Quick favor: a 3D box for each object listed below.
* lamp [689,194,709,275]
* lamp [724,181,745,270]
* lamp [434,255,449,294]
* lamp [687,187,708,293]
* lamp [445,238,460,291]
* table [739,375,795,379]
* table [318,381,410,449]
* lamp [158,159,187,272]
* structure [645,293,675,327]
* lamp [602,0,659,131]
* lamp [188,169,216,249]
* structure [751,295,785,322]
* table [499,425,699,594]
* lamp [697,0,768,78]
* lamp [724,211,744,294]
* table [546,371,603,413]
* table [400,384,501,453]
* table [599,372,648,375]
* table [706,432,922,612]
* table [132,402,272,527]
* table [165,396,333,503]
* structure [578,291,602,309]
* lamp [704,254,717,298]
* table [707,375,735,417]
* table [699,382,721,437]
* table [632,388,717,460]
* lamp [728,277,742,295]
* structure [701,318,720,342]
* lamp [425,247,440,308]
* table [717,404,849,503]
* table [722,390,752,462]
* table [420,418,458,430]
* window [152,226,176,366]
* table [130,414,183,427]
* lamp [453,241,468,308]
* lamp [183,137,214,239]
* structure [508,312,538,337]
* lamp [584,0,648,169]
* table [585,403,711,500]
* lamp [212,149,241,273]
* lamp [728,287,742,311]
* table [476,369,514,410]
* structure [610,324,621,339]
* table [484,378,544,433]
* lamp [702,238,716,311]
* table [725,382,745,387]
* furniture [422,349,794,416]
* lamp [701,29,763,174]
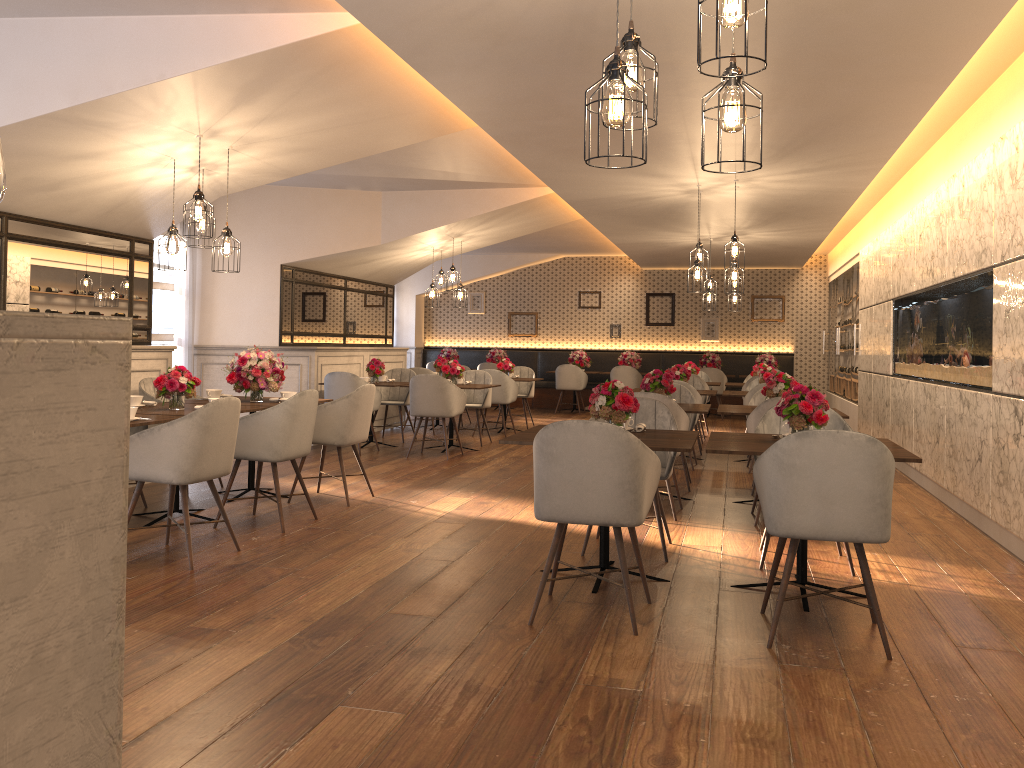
[{"bbox_3d":[1.785,-2.073,8.379,0.175,2.072,0.175,1,-1,16],"label":"lamp"},{"bbox_3d":[1.970,-2.044,7.784,0.175,2.072,0.175,1,-1,16],"label":"lamp"},{"bbox_3d":[-0.892,-2.198,11.364,0.175,2.072,0.175,1,-1,16],"label":"lamp"},{"bbox_3d":[1.701,-1.867,8.057,0.175,2.072,0.175,1,-1,16],"label":"lamp"},{"bbox_3d":[-0.706,-2.169,10.770,0.175,2.072,0.175,1,-1,16],"label":"lamp"},{"bbox_3d":[4.373,0.231,15.270,0.896,0.721,0.896,1,1,14],"label":"table"},{"bbox_3d":[-1.603,0.347,10.105,0.896,0.721,0.896,1,1,14],"label":"table"},{"bbox_3d":[-2.261,-1.796,5.952,0.175,2.072,0.175,1,-1,16],"label":"lamp"},{"bbox_3d":[2.790,-1.399,16.655,0.544,0.633,0.035,1,-1,14],"label":"structure"},{"bbox_3d":[0.401,-1.881,2.897,0.175,2.072,0.175,1,-1,16],"label":"lamp"},{"bbox_3d":[-2.177,-2.002,6.273,0.175,2.072,0.175,1,-1,16],"label":"lamp"},{"bbox_3d":[4.675,-1.377,16.172,0.601,0.486,0.032,1,-1,14],"label":"structure"},{"bbox_3d":[0.475,0.623,4.518,0.896,0.721,0.896,1,1,14],"label":"table"},{"bbox_3d":[0.586,-1.852,2.303,0.175,2.072,0.175,1,-1,16],"label":"lamp"},{"bbox_3d":[2.047,-1.863,8.100,0.175,2.072,0.175,1,-1,16],"label":"lamp"},{"bbox_3d":[1.140,0.139,16.087,0.896,0.721,0.896,1,1,14],"label":"table"},{"bbox_3d":[-0.673,0.374,9.869,0.896,0.721,0.896,1,1,14],"label":"table"},{"bbox_3d":[2.070,0.166,15.852,0.896,0.721,0.896,1,1,14],"label":"table"},{"bbox_3d":[1.405,0.649,4.283,0.896,0.721,0.896,1,1,14],"label":"table"},{"bbox_3d":[-2.200,0.521,5.798,0.896,0.721,0.896,1,1,14],"label":"table"},{"bbox_3d":[-1.970,0.486,6.709,0.896,0.721,0.896,1,1,14],"label":"table"},{"bbox_3d":[1.494,-1.612,16.989,0.449,0.345,0.015,1,-1,14],"label":"structure"},{"bbox_3d":[2.713,-2.214,12.055,0.175,2.072,0.175,1,-1,16],"label":"lamp"},{"bbox_3d":[3.443,0.204,15.505,0.896,0.721,0.896,1,1,14],"label":"table"},{"bbox_3d":[2.319,0.342,11.821,0.896,0.721,0.896,1,1,14],"label":"table"},{"bbox_3d":[1.712,0.435,9.418,0.896,0.721,0.896,1,1,14],"label":"table"},{"bbox_3d":[2.898,-2.185,11.461,0.175,2.072,0.175,1,-1,16],"label":"lamp"},{"bbox_3d":[3.674,-1.010,16.417,0.340,0.440,0.034,1,-1,14],"label":"structure"},{"bbox_3d":[-0.976,-1.992,11.043,0.175,2.072,0.175,1,-1,16],"label":"lamp"},{"bbox_3d":[2.011,0.557,6.684,0.896,0.721,0.896,1,1,14],"label":"table"},{"bbox_3d":[2.643,0.461,9.183,0.896,0.721,0.896,1,1,14],"label":"table"},{"bbox_3d":[-1.034,0.261,12.358,0.896,0.721,0.896,1,1,14],"label":"table"},{"bbox_3d":[-3.721,-0.531,10.242,0.495,2.389,14.525,1,2,10],"label":"window"},{"bbox_3d":[-2.430,0.556,4.888,0.896,0.721,0.896,1,1,14],"label":"table"},{"bbox_3d":[-0.629,-1.988,11.086,0.175,2.072,0.175,1,-1,16],"label":"lamp"},{"bbox_3d":[-1.992,-1.974,5.679,0.175,2.072,0.175,1,-1,16],"label":"lamp"},{"bbox_3d":[0.211,-1.162,17.293,0.601,0.486,0.032,1,-1,14],"label":"structure"},{"bbox_3d":[0.317,-1.675,2.576,0.175,2.072,0.175,1,-1,16],"label":"lamp"},{"bbox_3d":[1.081,0.531,6.919,0.896,0.721,0.896,1,1,14],"label":"table"},{"bbox_3d":[-1.915,-1.792,5.994,0.175,2.072,0.175,1,-1,16],"label":"lamp"},{"bbox_3d":[2.975,-2.004,11.777,0.175,2.072,0.175,1,-1,16],"label":"lamp"},{"bbox_3d":[-0.233,0.100,16.434,0.896,0.721,0.896,1,1,14],"label":"table"},{"bbox_3d":[1.973,-1.001,16.854,0.216,0.278,0.018,1,-1,14],"label":"structure"},{"bbox_3d":[-0.104,0.287,12.123,0.896,0.721,0.896,1,1,14],"label":"table"},{"bbox_3d":[2.629,-2.008,11.734,0.175,2.072,0.175,1,-1,16],"label":"lamp"},{"bbox_3d":[3.249,0.369,11.586,0.896,0.721,0.896,1,1,14],"label":"table"},{"bbox_3d":[1.594,-0.057,16.633,7.089,1.083,0.541,2,0,14],"label":"furniture"},{"bbox_3d":[0.663,-1.671,2.619,0.175,2.072,0.175,1,-1,16],"label":"lamp"}]
